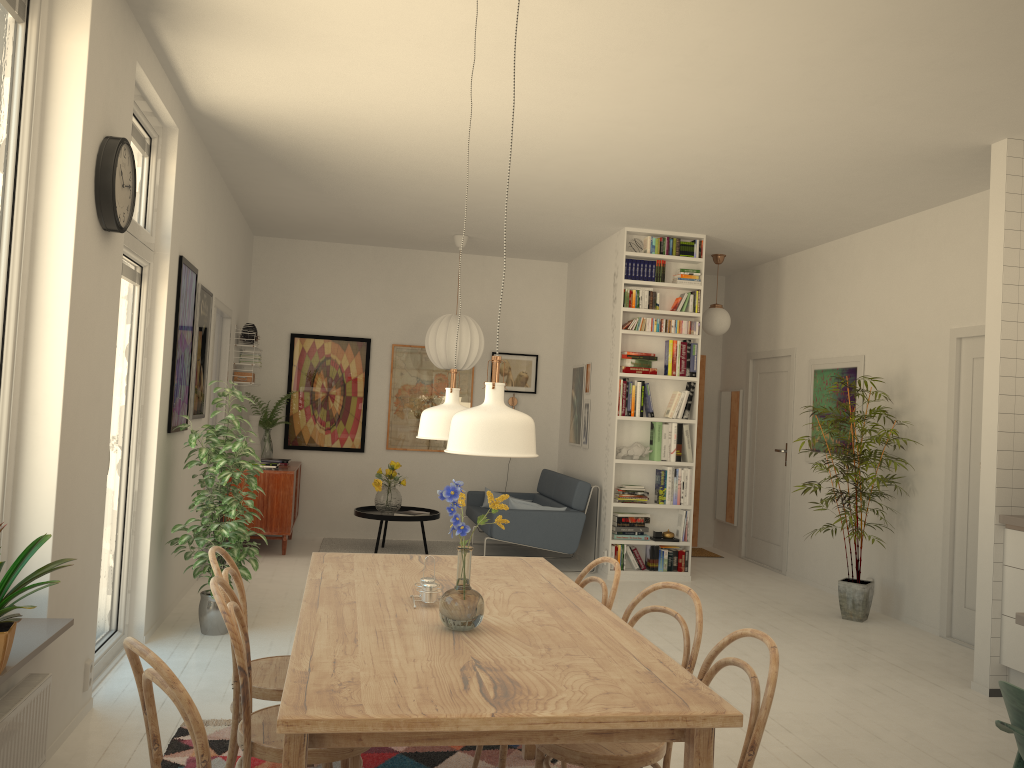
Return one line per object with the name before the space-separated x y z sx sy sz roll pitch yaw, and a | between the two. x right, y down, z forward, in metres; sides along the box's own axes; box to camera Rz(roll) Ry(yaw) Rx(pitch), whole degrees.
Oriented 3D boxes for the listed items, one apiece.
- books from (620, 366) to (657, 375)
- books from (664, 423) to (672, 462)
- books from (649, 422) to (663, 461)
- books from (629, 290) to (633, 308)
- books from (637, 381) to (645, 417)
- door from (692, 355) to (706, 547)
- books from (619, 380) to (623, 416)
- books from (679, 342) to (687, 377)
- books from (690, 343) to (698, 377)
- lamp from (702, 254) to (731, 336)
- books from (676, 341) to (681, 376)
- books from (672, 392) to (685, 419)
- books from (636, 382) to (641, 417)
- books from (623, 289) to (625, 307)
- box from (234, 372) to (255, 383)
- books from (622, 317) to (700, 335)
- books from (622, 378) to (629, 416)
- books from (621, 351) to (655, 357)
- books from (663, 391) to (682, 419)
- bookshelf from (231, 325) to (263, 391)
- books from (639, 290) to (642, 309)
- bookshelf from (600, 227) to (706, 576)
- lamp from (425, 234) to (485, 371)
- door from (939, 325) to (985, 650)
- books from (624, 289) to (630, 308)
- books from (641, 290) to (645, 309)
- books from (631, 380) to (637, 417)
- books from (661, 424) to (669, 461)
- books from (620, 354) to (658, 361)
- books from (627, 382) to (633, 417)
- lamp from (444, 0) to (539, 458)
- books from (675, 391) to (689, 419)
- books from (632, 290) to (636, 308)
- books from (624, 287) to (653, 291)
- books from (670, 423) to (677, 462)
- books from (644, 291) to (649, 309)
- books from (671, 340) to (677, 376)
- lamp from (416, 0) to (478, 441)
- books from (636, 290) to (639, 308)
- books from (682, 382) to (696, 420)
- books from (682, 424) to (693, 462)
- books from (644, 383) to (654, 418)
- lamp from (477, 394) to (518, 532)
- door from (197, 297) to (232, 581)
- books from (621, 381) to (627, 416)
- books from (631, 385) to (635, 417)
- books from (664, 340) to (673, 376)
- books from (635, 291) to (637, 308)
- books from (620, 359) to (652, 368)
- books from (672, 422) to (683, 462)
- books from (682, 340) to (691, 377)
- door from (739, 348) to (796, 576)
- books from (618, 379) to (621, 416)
books | 1.040 -0.108 7.440 0.300 0.056 0.202 3 -2 -11
books | 1.293 0.489 7.497 0.023 0.321 0.235 3 -2 -11
books | 1.194 0.480 7.456 0.056 0.328 0.228 3 -2 -11
books | 0.966 -0.701 7.442 0.030 0.149 0.202 3 -2 -11
books | 1.067 0.125 7.429 0.033 0.306 0.150 3 -2 -11
door | 1.552 0.683 9.389 0.931 2.033 0.159 3 -2 -11
books | 0.882 0.117 7.415 0.015 0.301 0.207 3 -2 -11
books | 1.421 -0.203 7.519 0.059 0.291 0.182 3 -2 -11
books | 1.513 -0.197 7.535 0.054 0.289 0.179 3 -2 -11
lamp | 1.925 -0.832 8.333 0.275 0.768 0.275 4 -2 -16
books | 1.377 -0.210 7.517 0.029 0.301 0.185 3 -2 -11
books | 1.383 0.181 7.485 0.105 0.225 0.138 3 -2 -11
books | 1.032 0.130 7.430 0.032 0.291 0.189 3 -2 -11
books | 0.904 -0.707 7.453 0.019 0.156 0.205 3 -2 -11
box | -2.351 -0.057 7.795 0.152 0.084 0.265 3 -2 -10
books | 1.219 -0.481 7.495 0.664 0.110 0.278 3 -2 -11
books | 0.933 0.111 7.417 0.021 0.317 0.179 3 -2 -11
books | 1.037 -0.247 7.457 0.266 0.026 0.203 4 -2 -21
books | 1.350 0.177 7.471 0.115 0.232 0.133 3 -2 -11
bookshelf | -2.372 -0.217 7.978 0.184 0.565 0.695 3 -2 -11
books | 1.049 -0.698 7.453 0.012 0.155 0.208 3 -2 -11
bookshelf | 1.184 0.171 7.474 0.710 2.901 0.249 3 -2 -11
lamp | -0.497 -0.740 8.062 0.536 1.229 0.536 2 -2 23
door | 3.017 0.641 5.416 0.166 2.034 0.955 3 -2 -11
books | 0.936 -0.707 7.434 0.034 0.162 0.197 3 -2 -11
books | 1.067 -0.699 7.473 0.028 0.159 0.222 3 -2 -11
books | 1.004 0.125 7.439 0.020 0.304 0.193 3 -2 -11
books | 1.253 0.494 7.470 0.065 0.311 0.199 3 -2 -11
books | 1.042 -0.217 7.465 0.314 0.035 0.205 3 -2 -11
books | 0.958 0.127 7.420 0.030 0.289 0.200 3 -2 -11
lamp | -0.007 -0.625 2.185 0.229 1.596 0.229 2 -3 35
books | 1.423 0.178 7.516 0.092 0.244 0.196 3 -2 -11
books | 0.994 -0.701 7.443 0.023 0.152 0.199 3 -2 -11
books | 1.044 -0.790 7.469 0.255 0.022 0.189 3 -2 0
books | 1.327 0.489 7.489 0.037 0.324 0.240 3 -2 -11
books | 1.099 -0.695 7.471 0.035 0.158 0.199 3 -2 -11
books | 1.344 -0.213 7.517 0.039 0.302 0.199 3 -2 -11
lamp | -0.167 -0.608 3.029 0.229 1.596 0.229 2 -2 24
books | 1.028 -0.701 7.465 0.024 0.155 0.188 3 -2 -11
books | 1.477 0.143 7.519 0.092 0.319 0.179 3 -2 -11
books | 1.451 0.501 7.514 0.099 0.316 0.228 3 -2 -11
books | 1.127 0.137 7.452 0.093 0.288 0.200 3 -2 -11
lamp | -0.145 0.793 8.953 0.360 1.416 0.112 3 -2 -11
door | -2.710 0.374 6.748 0.882 2.034 0.955 3 -2 -11
books | 0.907 0.123 7.412 0.032 0.291 0.203 3 -2 -11
books | 0.985 0.144 7.418 0.024 0.260 0.199 3 -2 -11
books | 1.309 -0.217 7.516 0.032 0.300 0.200 3 -2 -11
books | 1.009 -0.699 7.460 0.013 0.149 0.208 3 -2 -11
books | 1.040 -0.166 7.451 0.268 0.064 0.128 5 -2 -40
books | 1.375 0.490 7.493 0.056 0.327 0.202 3 -2 -11
books | 1.467 -0.213 7.528 0.039 0.317 0.161 3 -2 -11
door | 2.455 0.701 8.388 0.166 2.034 0.955 3 -2 -11
books | 0.863 0.115 7.417 0.021 0.301 0.222 3 -2 -11
